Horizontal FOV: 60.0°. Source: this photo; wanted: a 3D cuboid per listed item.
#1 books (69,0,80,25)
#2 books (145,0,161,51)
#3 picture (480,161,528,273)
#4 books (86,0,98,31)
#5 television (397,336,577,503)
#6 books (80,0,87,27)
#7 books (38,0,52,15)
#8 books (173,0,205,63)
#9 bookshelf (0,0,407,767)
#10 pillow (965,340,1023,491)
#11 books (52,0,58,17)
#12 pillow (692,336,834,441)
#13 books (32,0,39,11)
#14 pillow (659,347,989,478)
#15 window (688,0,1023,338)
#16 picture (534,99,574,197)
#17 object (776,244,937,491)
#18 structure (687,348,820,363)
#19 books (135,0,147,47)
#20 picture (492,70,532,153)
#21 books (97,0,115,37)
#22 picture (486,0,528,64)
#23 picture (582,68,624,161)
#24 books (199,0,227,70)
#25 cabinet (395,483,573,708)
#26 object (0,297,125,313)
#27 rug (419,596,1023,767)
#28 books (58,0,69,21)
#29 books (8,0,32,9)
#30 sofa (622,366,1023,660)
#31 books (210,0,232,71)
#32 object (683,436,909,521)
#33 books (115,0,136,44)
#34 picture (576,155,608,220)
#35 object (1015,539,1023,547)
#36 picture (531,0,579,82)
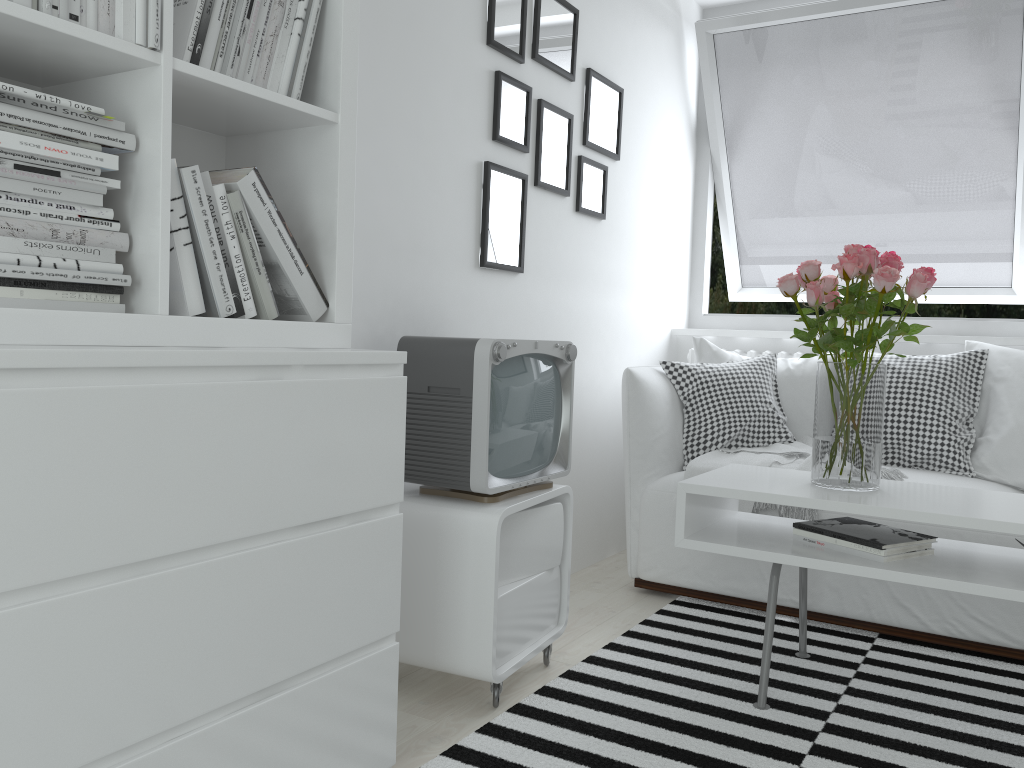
[{"bbox_3d":[-0.657,-0.619,1.229,0.167,0.263,0.017,4,4,31],"label":"books"},{"bbox_3d":[-0.586,-0.634,1.319,0.182,0.288,0.016,4,4,31],"label":"books"},{"bbox_3d":[-0.022,-0.498,2.684,0.019,0.306,0.232,4,4,31],"label":"picture"},{"bbox_3d":[-0.651,-0.633,1.263,0.182,0.288,0.016,4,4,31],"label":"books"},{"bbox_3d":[-0.052,0.074,2.185,0.273,0.374,0.414,4,4,31],"label":"television"},{"bbox_3d":[-0.659,-0.633,1.250,0.182,0.288,0.016,4,4,31],"label":"books"},{"bbox_3d":[-0.668,-0.614,1.190,0.161,0.256,0.013,4,4,31],"label":"books"},{"bbox_3d":[-0.558,-0.617,1.448,0.161,0.248,0.077,4,4,31],"label":"books"},{"bbox_3d":[-0.774,-0.436,1.023,0.440,2.416,1.595,4,4,31],"label":"bookshelf"},{"bbox_3d":[1.779,0.117,2.901,0.599,0.505,0.391,4,4,31],"label":"pillow"},{"bbox_3d":[-0.668,-0.629,1.204,0.159,0.285,0.012,4,4,31],"label":"books"},{"bbox_3d":[0.980,0.072,3.409,0.617,0.491,0.321,2,3,5],"label":"pillow"},{"bbox_3d":[-0.682,-0.613,1.184,0.161,0.254,0.013,4,4,31],"label":"books"},{"bbox_3d":[1.702,0.123,2.784,2.488,0.513,0.676,4,4,33],"label":"pillow"},{"bbox_3d":[0.397,-1.011,6.681,12.055,8.137,4.514,4,4,31],"label":"window"},{"bbox_3d":[0.140,-0.774,2.926,0.018,0.274,0.225,4,4,31],"label":"picture"},{"bbox_3d":[0.832,-0.043,2.169,0.327,0.599,0.350,0,4,-39],"label":"object"},{"bbox_3d":[1.494,0.214,3.529,1.655,0.660,0.206,4,4,31],"label":"structure"},{"bbox_3d":[-0.603,-0.635,1.311,0.182,0.288,0.016,4,4,31],"label":"books"},{"bbox_3d":[0.003,-0.821,2.690,0.018,0.202,0.196,4,4,31],"label":"picture"},{"bbox_3d":[-0.639,-0.637,1.283,0.180,0.296,0.028,4,4,31],"label":"books"},{"bbox_3d":[-0.011,-1.105,2.634,0.018,0.248,0.196,4,4,31],"label":"picture"},{"bbox_3d":[0.335,-0.974,3.226,0.019,0.266,0.290,4,4,31],"label":"picture"},{"bbox_3d":[-0.540,-0.657,1.487,0.176,0.325,0.109,4,4,31],"label":"books"},{"bbox_3d":[-0.100,0.497,2.222,0.350,0.477,0.467,3,3,25],"label":"cabinet"},{"bbox_3d":[-0.754,-0.114,1.245,0.232,0.014,0.314,4,3,30],"label":"object"},{"bbox_3d":[0.655,0.809,1.350,1.846,0.004,4.362,4,4,31],"label":"rug"},{"bbox_3d":[-0.657,-0.613,1.212,0.161,0.254,0.012,4,4,31],"label":"books"},{"bbox_3d":[-0.690,-0.650,1.166,0.176,0.331,0.025,4,4,31],"label":"books"},{"bbox_3d":[1.672,0.386,2.764,2.647,0.768,0.917,4,4,31],"label":"sofa"},{"bbox_3d":[-0.536,-0.620,1.497,0.161,0.248,0.078,4,4,31],"label":"books"},{"bbox_3d":[1.018,0.335,3.026,0.670,0.291,0.831,4,3,30],"label":"object"},{"bbox_3d":[-0.613,-0.626,1.295,0.174,0.273,0.021,4,4,31],"label":"books"},{"bbox_3d":[0.289,-0.701,3.182,0.017,0.194,0.218,4,4,31],"label":"picture"},{"bbox_3d":[1.218,0.378,1.925,0.194,0.088,0.186,3,3,20],"label":"object"},{"bbox_3d":[0.144,-1.141,2.887,0.021,0.236,0.275,4,4,31],"label":"picture"}]
